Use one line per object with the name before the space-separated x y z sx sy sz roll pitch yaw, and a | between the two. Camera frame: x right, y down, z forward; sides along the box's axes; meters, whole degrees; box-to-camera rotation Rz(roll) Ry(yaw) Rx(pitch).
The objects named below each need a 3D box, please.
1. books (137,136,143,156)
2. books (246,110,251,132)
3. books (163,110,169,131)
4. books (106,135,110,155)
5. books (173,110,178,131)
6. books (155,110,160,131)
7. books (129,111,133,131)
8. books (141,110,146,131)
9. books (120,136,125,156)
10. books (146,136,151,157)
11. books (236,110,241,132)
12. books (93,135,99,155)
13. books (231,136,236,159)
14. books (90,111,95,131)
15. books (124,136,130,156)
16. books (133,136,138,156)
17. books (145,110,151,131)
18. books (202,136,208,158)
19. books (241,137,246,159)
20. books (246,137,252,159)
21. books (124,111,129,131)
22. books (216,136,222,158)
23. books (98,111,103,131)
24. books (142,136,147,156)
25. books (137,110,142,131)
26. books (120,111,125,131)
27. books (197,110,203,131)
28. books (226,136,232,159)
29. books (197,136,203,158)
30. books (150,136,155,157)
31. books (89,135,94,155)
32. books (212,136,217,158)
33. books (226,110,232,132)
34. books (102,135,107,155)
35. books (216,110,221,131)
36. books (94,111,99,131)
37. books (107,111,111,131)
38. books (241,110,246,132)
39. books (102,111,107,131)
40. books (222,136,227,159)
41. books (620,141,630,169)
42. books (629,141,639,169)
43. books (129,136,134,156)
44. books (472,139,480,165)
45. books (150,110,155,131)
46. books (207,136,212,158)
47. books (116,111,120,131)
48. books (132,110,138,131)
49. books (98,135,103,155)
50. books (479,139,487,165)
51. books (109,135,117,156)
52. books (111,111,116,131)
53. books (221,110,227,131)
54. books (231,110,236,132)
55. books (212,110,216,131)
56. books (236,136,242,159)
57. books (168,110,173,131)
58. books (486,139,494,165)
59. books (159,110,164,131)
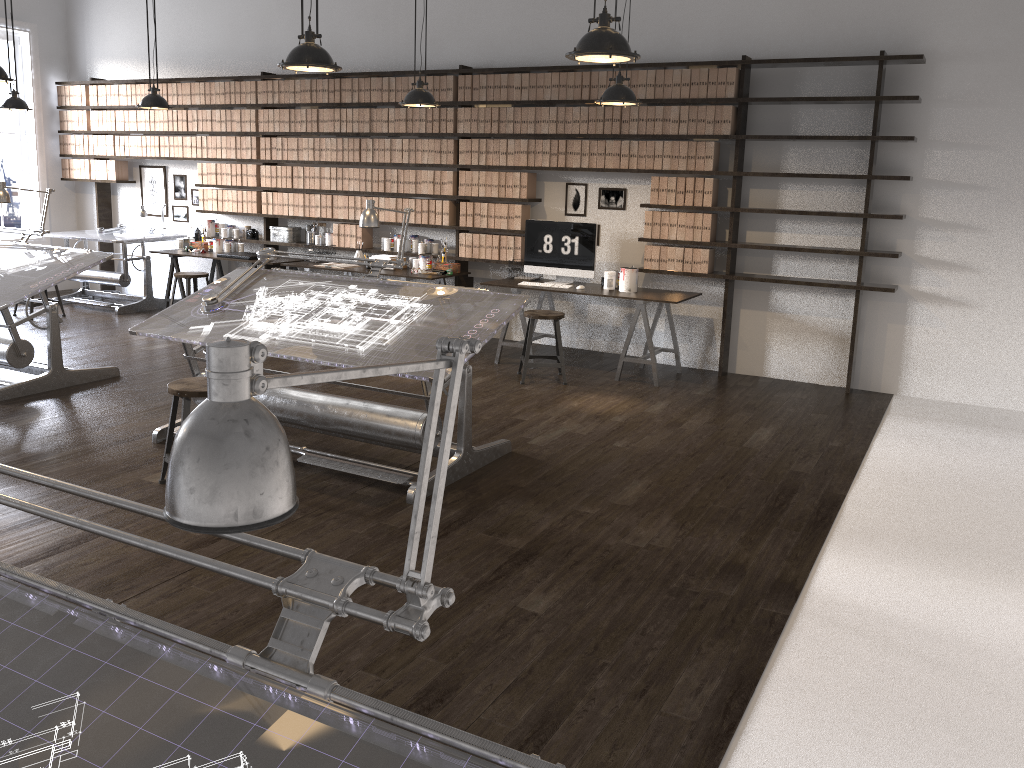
books | -4.063 -2.632 9.834 0.067 0.223 0.176 7 13 27
books | -2.635 -2.684 9.054 0.067 0.223 0.176 7 13 27
books | -3.681 -2.843 9.591 0.067 0.223 0.176 7 13 27
books | -4.517 -2.710 10.072 0.067 0.223 0.176 7 13 27
books | -3.559 -2.826 9.533 0.067 0.223 0.176 7 13 27
books | -3.803 -2.864 9.662 0.067 0.223 0.175 7 13 27
books | -4.165 -2.919 9.848 0.067 0.223 0.176 7 13 27
books | -3.992 -2.892 9.756 0.067 0.223 0.176 7 13 27
books | -4.312 -2.671 9.964 0.067 0.224 0.176 7 13 27
books | -3.942 -2.615 9.775 0.067 0.223 0.176 7 13 27
books | -2.751 -2.701 9.110 0.067 0.224 0.176 7 13 27
books | -4.707 -2.739 10.169 0.067 0.223 0.175 7 13 27
books | -2.832 -2.451 9.195 0.067 0.224 0.176 7 13 27
books | -4.727 -3.004 10.136 0.067 0.223 0.175 7 13 27
books | -4.248 -2.662 9.935 0.067 0.223 0.176 7 13 27
books | -4.126 -2.643 9.870 0.067 0.223 0.175 7 13 27
books | -3.929 -2.881 9.721 0.067 0.224 0.176 7 13 27
books | -3.194 -2.507 9.386 0.067 0.223 0.175 7 13 27
books | -2.707 -2.433 9.137 0.067 0.223 0.175 7 13 27
books | -2.646 -2.423 9.101 0.067 0.223 0.175 7 13 27
books | -4.227 -2.928 9.881 0.067 0.223 0.175 7 13 27
books | -3.009 -2.478 9.289 0.067 0.224 0.176 7 13 27
books | -4.601 -2.984 10.067 0.067 0.224 0.176 7 13 27
books | -4.000 -2.623 9.801 0.067 0.224 0.176 7 13 27
books | -4.047 -2.900 9.786 0.067 0.223 0.176 7 13 27
books | -4.292 -2.937 9.909 0.067 0.223 0.175 7 13 27
books | -3.234 -2.776 9.367 0.067 0.223 0.175 7 13 27
books | -2.888 -2.461 9.230 0.067 0.223 0.176 7 13 27
books | -3.259 -2.516 9.416 0.067 0.223 0.176 7 13 27
books | -3.883 -2.606 9.748 0.067 0.223 0.176 7 13 27
books | -4.772 -2.748 10.199 0.067 0.223 0.176 7 13 27
books | -3.070 -2.488 9.324 0.067 0.223 0.176 7 13 27
books | -2.872 -2.720 9.178 0.067 0.223 0.176 7 13 27
books | -4.583 -2.720 10.107 0.067 0.223 0.176 7 13 27
books | -2.999 -2.739 9.242 0.067 0.223 0.176 7 13 27
books | -4.665 -2.994 10.100 0.067 0.223 0.176 7 13 27
books | -4.484 -2.968 10.014 0.067 0.223 0.176 7 13 27
books | -2.690 -2.693 9.084 0.067 0.223 0.176 7 13 27
books | -4.543 -2.976 10.042 0.067 0.223 0.176 7 13 27
books | -2.945 -2.469 9.257 0.067 0.223 0.176 7 13 27
books | 0.954 -1.870 7.236 0.067 0.223 0.176 7 13 27
books | 1.019 -1.860 7.206 0.067 0.223 0.175 7 13 27
books | -4.185 -2.653 9.905 0.067 0.223 0.175 7 13 27
books | -0.284 -2.059 7.876 0.067 0.223 0.176 7 13 27
books | -3.865 -2.873 9.692 0.067 0.223 0.176 7 13 27
books | -3.130 -2.498 9.358 0.067 0.223 0.175 7 13 27
books | -4.352 -2.948 9.946 0.067 0.223 0.176 7 13 27
books | -4.108 -2.908 9.812 0.067 0.224 0.176 7 13 27
books | -4.643 -2.730 10.141 0.067 0.223 0.175 7 13 27
books | -0.218 -2.050 7.846 0.067 0.223 0.175 7 13 27
books | -4.463 -2.701 10.039 0.067 0.224 0.176 7 13 27
books | -4.421 -2.957 9.976 0.067 0.224 0.176 7 13 27
books | -2.936 -2.729 9.207 0.067 0.224 0.176 7 13 27
books | -2.810 -2.711 9.148 0.067 0.223 0.175 7 13 27
books | -3.054 -2.748 9.272 0.067 0.223 0.176 7 13 27
books | -2.769 -2.443 9.170 0.067 0.223 0.176 7 13 27
books | -3.617 -2.833 9.558 0.067 0.224 0.176 7 13 27
books | -0.155 -2.041 7.818 0.067 0.223 0.175 7 13 27
books | -3.743 -2.853 9.627 0.067 0.223 0.175 7 13 27
